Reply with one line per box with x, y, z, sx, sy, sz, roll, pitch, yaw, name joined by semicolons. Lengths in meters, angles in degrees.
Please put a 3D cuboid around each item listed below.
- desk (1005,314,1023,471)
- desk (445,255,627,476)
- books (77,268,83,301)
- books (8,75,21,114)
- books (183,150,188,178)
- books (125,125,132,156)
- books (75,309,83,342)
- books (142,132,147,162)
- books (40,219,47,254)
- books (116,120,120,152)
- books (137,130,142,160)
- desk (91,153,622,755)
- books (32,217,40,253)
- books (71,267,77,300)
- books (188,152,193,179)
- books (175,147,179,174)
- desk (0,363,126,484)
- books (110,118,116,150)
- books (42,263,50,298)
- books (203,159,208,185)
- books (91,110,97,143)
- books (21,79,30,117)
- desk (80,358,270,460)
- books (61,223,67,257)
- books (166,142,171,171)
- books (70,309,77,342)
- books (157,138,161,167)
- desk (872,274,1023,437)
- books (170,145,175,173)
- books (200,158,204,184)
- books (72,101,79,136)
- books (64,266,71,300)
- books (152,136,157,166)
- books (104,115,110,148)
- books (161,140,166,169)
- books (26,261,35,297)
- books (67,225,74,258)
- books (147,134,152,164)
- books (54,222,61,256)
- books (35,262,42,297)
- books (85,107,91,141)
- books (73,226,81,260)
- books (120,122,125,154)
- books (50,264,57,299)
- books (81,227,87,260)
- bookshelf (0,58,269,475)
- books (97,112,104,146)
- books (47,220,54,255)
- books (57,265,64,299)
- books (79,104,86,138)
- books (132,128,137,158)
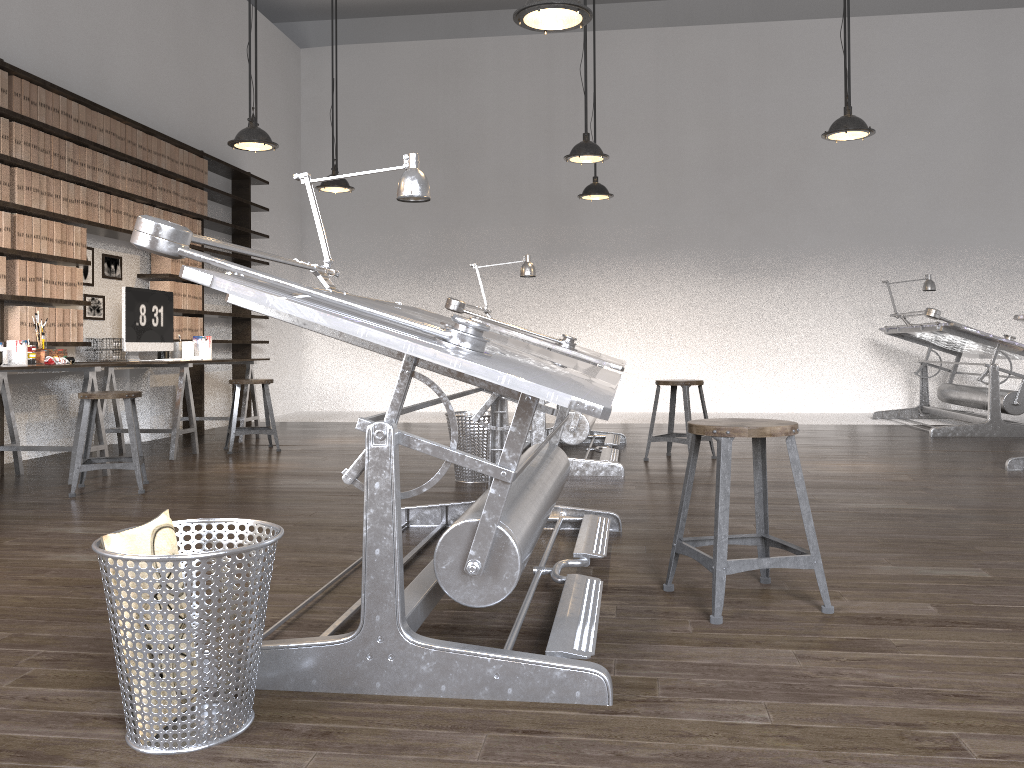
3.209;-0.148;4.260;1.076;1.387;2.070;0;1;8;desk
0.226;-0.199;5.986;1.076;1.387;2.070;0;1;8;desk
-2.969;-0.661;5.923;0.174;0.225;0.066;0;0;8;books
-3.061;-1.735;5.338;0.174;0.225;0.066;0;0;8;books
-2.783;-1.820;7.348;0.174;0.226;0.066;0;0;8;books
-2.896;-1.785;6.515;0.174;0.226;0.067;0;0;8;books
-2.969;-0.384;5.927;0.174;0.226;0.066;0;0;8;books
-2.872;-1.794;6.731;0.174;0.226;0.066;0;0;8;books
-3.020;-0.921;5.566;0.174;0.225;0.066;0;0;8;books
-2.918;-1.779;6.378;0.174;0.225;0.066;0;0;8;books
-2.878;-1.791;6.660;0.174;0.226;0.066;0;0;8;books
-0.222;-0.058;2.664;1.076;1.387;2.281;0;2;8;desk
-3.027;-0.918;5.494;0.174;0.226;0.067;0;0;8;books
-2.979;-0.659;5.861;0.174;0.225;0.066;0;0;8;books
-2.773;-1.823;7.419;0.174;0.226;0.067;0;0;8;books
-2.809;-1.814;7.208;0.174;0.226;0.066;0;0;8;books
-2.762;0.244;4.561;0.655;0.669;1.669;0;2;8;desk
-2.922;-1.776;6.314;0.174;0.226;0.067;0;0;8;books
-3.013;-0.647;5.587;0.174;0.226;0.066;0;0;8;books
-2.739;-1.835;7.695;0.174;0.226;0.066;0;0;8;books
-2.958;-1.767;6.103;0.174;0.226;0.066;0;0;8;books
-3.045;-1.738;5.411;0.174;0.226;0.067;0;0;8;books
-2.476;0.154;6.683;0.655;0.669;1.669;0;2;8;desk
-2.996;-0.929;5.761;0.174;0.226;0.066;0;0;8;books
-2.822;-1.808;7.068;0.174;0.226;0.067;0;0;8;books
-2.974;-0.381;5.857;0.174;0.226;0.066;0;0;8;books
-2.844;-1.803;6.934;0.174;0.225;0.066;0;0;8;books
3.916;-0.305;7.920;1.076;1.387;2.070;0;1;8;desk
-2.816;-1.811;7.138;0.174;0.226;0.066;0;0;8;books
-2.753;-1.832;7.626;0.174;0.226;0.066;0;0;8;books
-2.983;-1.758;5.892;0.174;0.225;0.066;0;0;8;books
-2.983;-0.656;5.794;0.174;0.226;0.067;0;0;8;books
-2.848;-1.800;6.868;0.174;0.226;0.067;0;0;8;books
-2.932;-1.773;6.243;0.174;0.226;0.066;0;0;8;books
-2.834;-1.805;6.996;0.174;0.225;0.066;0;0;8;books
-3.032;-0.641;5.442;0.174;0.226;0.067;0;0;8;books
-2.987;-0.932;5.832;0.174;0.226;0.066;0;0;8;books
-2.863;-1.797;6.801;0.174;0.226;0.066;0;0;8;books
-2.999;-0.926;5.694;0.174;0.226;0.067;0;0;8;books
-3.027;-0.644;5.517;0.174;0.226;0.066;0;0;8;books
-2.965;-1.764;6.033;0.174;0.226;0.066;0;0;8;books
-2.973;-0.935;5.901;0.174;0.226;0.066;0;0;8;books
-2.912;-1.782;6.443;0.174;0.225;0.066;0;0;8;books
-3.008;-0.650;5.658;0.174;0.226;0.066;0;0;8;books
-2.968;-0.938;5.972;0.174;0.226;0.066;0;0;8;books
-3.252;-0.300;4.449;0.373;3.206;9.183;0;2;8;bookshelf
-2.945;-1.770;6.171;0.174;0.226;0.066;0;0;8;books
-3.013;-0.924;5.628;0.174;0.225;0.066;0;0;8;books
-2.998;-0.653;5.728;0.174;0.226;0.066;0;0;8;books
-2.971;-1.761;5.963;0.174;0.226;0.067;0;0;8;books
-2.892;-1.788;6.591;0.174;0.226;0.066;0;0;8;books
